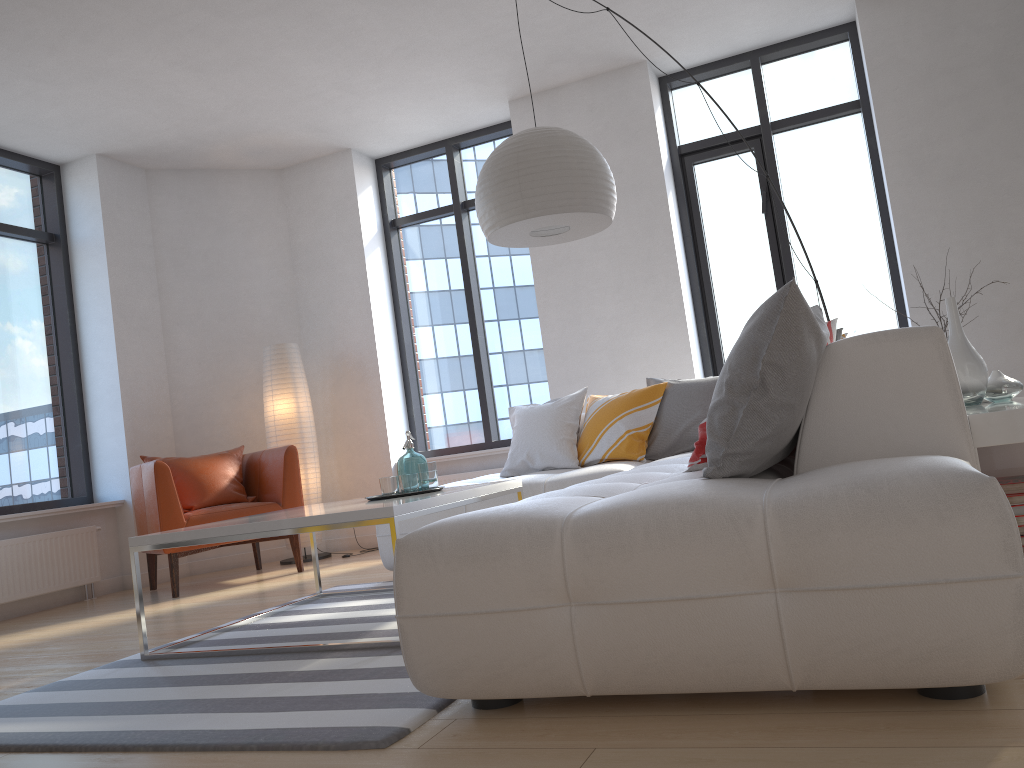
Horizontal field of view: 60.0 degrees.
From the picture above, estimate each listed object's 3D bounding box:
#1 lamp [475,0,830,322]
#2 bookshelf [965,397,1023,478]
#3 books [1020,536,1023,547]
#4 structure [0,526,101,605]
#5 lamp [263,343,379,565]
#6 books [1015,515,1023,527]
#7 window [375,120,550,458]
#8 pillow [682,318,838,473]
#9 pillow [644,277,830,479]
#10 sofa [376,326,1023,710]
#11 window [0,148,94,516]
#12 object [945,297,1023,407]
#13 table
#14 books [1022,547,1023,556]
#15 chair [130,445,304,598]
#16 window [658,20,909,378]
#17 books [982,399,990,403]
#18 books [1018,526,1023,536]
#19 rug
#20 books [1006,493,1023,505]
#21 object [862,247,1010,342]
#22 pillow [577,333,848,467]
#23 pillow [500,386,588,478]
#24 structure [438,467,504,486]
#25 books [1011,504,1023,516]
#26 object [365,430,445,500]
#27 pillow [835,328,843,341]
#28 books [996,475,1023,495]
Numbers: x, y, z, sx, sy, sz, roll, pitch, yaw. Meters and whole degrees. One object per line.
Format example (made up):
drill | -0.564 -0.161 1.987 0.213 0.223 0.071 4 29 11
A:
lamp | 1.247 -0.600 4.484 3.199 2.647 0.710 -5 -5 -32
bookshelf | 1.785 0.319 3.253 0.356 0.500 2.600 -10 -5 22
books | 1.399 0.396 2.362 0.187 0.026 0.266 -10 -5 27
structure | -2.953 1.134 5.102 0.110 0.460 1.474 -10 -5 22
lamp | -1.341 0.458 6.376 0.804 1.550 0.502 -6 -5 -18
books | 1.373 0.350 2.380 0.191 0.028 0.261 -10 -5 22
window | -0.298 -0.694 6.779 1.310 2.402 0.170 -10 -5 22
pillow | 1.063 0.063 3.371 0.575 0.449 2.250 -9 -5 19
pillow | 0.718 0.083 3.406 0.647 0.453 2.953 -9 -4 9
sofa | 0.311 0.429 3.571 2.614 0.732 3.424 -10 -5 22
window | -3.481 -0.366 5.314 0.170 2.402 1.960 -10 -5 22
object | 1.657 -0.116 3.278 0.316 0.398 0.319 -4 -6 -44
table | -0.635 0.689 3.451 1.091 0.435 1.091 -10 -5 22
books | 1.399 0.427 2.371 0.206 0.034 0.259 -10 -5 25
chair | -1.887 0.824 5.627 0.896 0.858 0.843 -5 -5 -36
window | 1.810 -1.050 5.928 1.310 2.402 0.170 -10 -5 22
books | 1.871 0.066 3.581 0.245 0.026 0.300 -10 -5 27
books | 1.393 0.372 2.376 0.182 0.025 0.257 -10 -5 22
rug | -0.581 0.885 3.173 1.662 0.016 2.326 -10 -5 21
books | 1.378 0.295 2.380 0.178 0.025 0.254 -10 -5 21
object | 2.029 -0.284 4.056 0.406 0.744 0.607 -6 -5 -28
pillow | 0.761 0.147 4.061 0.630 0.440 2.095 -6 -5 -21
pillow | 0.605 0.172 4.338 0.580 0.456 2.156 -4 -6 -42
structure | -0.181 0.846 6.343 1.015 0.460 0.110 -10 -5 22
books | 1.385 0.320 2.378 0.179 0.028 0.269 -10 -5 23
object | -0.454 0.324 3.637 0.330 0.265 0.330 -4 -6 -44
pillow | 1.175 0.045 3.678 0.608 0.436 2.120 -9 -5 17
books | 1.386 0.268 2.386 0.152 0.029 0.206 -10 -5 28
